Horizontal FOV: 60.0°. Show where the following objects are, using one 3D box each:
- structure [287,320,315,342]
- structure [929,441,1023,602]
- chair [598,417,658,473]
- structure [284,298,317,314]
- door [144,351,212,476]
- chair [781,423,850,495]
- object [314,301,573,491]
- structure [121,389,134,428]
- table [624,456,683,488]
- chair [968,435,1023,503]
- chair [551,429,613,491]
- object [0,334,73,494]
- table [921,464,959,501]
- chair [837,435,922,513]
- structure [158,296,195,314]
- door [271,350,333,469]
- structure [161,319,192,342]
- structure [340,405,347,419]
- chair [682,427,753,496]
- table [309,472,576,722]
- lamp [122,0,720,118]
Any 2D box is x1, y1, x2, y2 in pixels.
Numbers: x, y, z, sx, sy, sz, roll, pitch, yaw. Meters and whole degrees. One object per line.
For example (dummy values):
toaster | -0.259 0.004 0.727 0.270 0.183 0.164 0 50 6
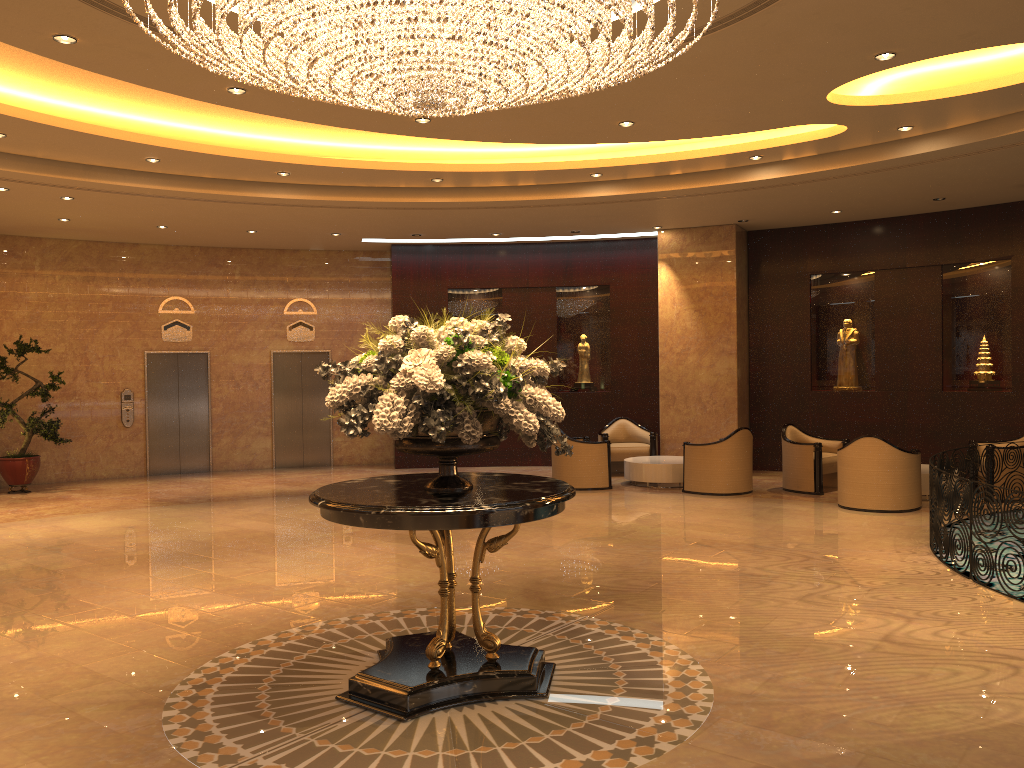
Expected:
structure | -3.857 -0.971 16.198 0.504 0.405 0.012 -1 1 -16
structure | 6.399 1.201 8.547 7.624 0.995 3.815 -2 1 -34
chair | 1.861 1.017 14.450 0.951 0.916 0.769 -1 1 -2
structure | -3.864 -1.418 16.188 0.600 0.293 0.010 -1 1 -16
door | -5.823 0.497 15.480 1.070 2.145 0.150 -1 1 -27
chair | 4.187 1.019 12.389 0.951 0.916 0.769 -2 1 -42
object | -0.397 0.085 4.969 1.318 0.999 1.277 -1 1 -21
structure | -6.513 0.410 15.025 0.200 0.661 0.053 -1 1 -30
table | 2.282 1.312 13.290 1.196 0.354 1.196 -1 1 -25
chair | 6.382 1.004 11.418 0.769 0.916 0.951 -1 1 13
chair | 0.963 1.056 13.037 0.769 0.916 0.951 -1 1 -17
object | -7.320 0.450 13.220 1.250 2.363 0.843 -1 1 -30
table | 5.258 1.295 11.767 1.196 0.354 1.196 -1 1 -24
chair | 4.406 1.046 10.728 0.951 0.916 0.769 0 1 33
structure | -5.829 -1.375 15.409 0.600 0.293 0.010 -1 1 -27
door | -3.852 0.456 16.271 1.070 2.149 0.150 -1 1 -16
structure | -5.824 -0.928 15.419 0.504 0.405 0.012 -1 1 -27
structure | -3.084 0.335 16.394 0.200 0.661 0.053 -1 1 -12
chair | 2.921 1.040 12.296 0.951 0.916 0.769 -2 1 -37
table | -0.378 1.127 5.023 1.493 1.089 1.493 0 1 31
lamp | -0.472 -2.161 4.998 3.204 1.196 3.206 -1 1 -15
